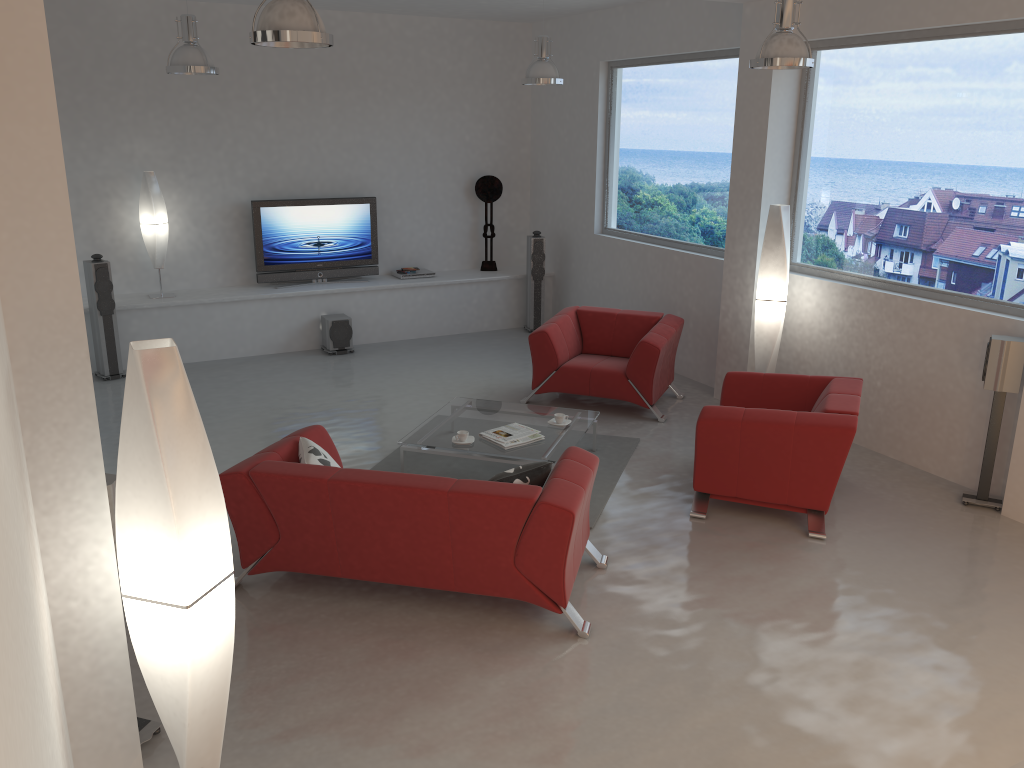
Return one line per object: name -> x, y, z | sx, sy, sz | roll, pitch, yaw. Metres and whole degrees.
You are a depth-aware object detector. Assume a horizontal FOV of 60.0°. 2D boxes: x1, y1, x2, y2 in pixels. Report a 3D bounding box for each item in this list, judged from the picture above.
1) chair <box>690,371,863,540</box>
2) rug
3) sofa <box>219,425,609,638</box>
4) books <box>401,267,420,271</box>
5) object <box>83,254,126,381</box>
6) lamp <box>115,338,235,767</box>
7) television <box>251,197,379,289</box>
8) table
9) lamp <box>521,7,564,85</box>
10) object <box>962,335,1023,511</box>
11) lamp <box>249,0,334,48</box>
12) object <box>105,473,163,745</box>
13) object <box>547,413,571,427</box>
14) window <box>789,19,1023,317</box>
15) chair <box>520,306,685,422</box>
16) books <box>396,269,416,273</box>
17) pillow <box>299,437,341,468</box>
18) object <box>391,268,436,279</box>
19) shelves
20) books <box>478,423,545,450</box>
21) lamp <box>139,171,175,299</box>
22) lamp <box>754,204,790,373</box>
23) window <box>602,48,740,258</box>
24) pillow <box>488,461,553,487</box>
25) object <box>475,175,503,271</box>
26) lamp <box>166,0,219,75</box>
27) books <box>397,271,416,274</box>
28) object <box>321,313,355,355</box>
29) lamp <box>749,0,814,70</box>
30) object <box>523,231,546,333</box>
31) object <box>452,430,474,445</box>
chair -> 1.762, 0.369, 5.870 | 0.951, 0.738, 1.288 | 7, 18, 22
rug -> -0.066, 0.578, 6.401 | 1.700, 0.025, 1.700 | 6, 17, 17
sofa -> -0.488, 0.697, 4.691 | 1.929, 0.738, 0.951 | 4, 17, 12
books -> -1.176, -1.331, 10.275 | 0.190, 0.015, 0.135 | -5, 17, -17
object -> -3.854, -0.638, 8.361 | 0.255, 1.184, 0.273 | -14, 22, -40
lamp -> -0.985, 0.744, 2.667 | 0.313, 1.779, 0.313 | -5, 17, -19
television -> -2.132, -1.564, 9.725 | 1.356, 0.919, 0.343 | -8, 18, -26
table -> -0.060, 0.436, 6.371 | 1.162, 0.286, 1.097 | 6, 17, 17
lamp -> 0.277, -3.086, 7.889 | 0.379, 0.800, 0.379 | 4, 17, 12
object -> 3.072, 0.252, 5.639 | 0.229, 1.112, 0.214 | 9, 18, 26
lamp -> -1.017, -1.957, 4.002 | 0.379, 0.800, 0.379 | -11, 20, -33
object -> -1.521, 0.890, 3.341 | 0.214, 1.112, 0.229 | 6, 17, 17
object -> 0.341, 0.255, 6.370 | 0.153, 0.069, 0.153 | 9, 19, 28
window -> 2.888, -1.531, 6.229 | 0.100, 1.800, 2.400 | -8, 18, -26
chair -> 0.835, -0.219, 7.849 | 1.288, 0.738, 0.951 | 7, 18, 22
books -> -1.224, -1.312, 10.261 | 0.135, 0.015, 0.190 | 15, 22, 40
pillow -> -0.990, 0.492, 4.748 | 0.288, 0.343, 0.402 | -5, 17, -19
object -> -1.151, -1.287, 10.336 | 0.430, 0.045, 0.352 | -8, 18, -26
shelves -> -2.077, -1.070, 9.765 | 5.500, 0.050, 0.650 | -8, 18, -26
books -> -0.003, 0.352, 6.091 | 0.367, 0.035, 0.345 | -12, 20, -36
lamp -> -3.568, -1.493, 8.874 | 0.263, 1.239, 0.263 | -11, 20, -34
lamp -> 2.056, -0.524, 7.074 | 0.313, 1.779, 0.313 | -11, 20, -34
window -> 1.601, -2.240, 8.612 | 0.100, 1.800, 2.400 | -8, 18, -26
pillow -> -0.018, 0.562, 4.535 | 0.402, 0.343, 0.288 | -11, 20, -33
object -> -0.277, -1.922, 10.621 | 0.331, 1.130, 0.108 | 0, 16, -3
lamp -> -2.395, -2.716, 6.556 | 0.379, 0.800, 0.379 | -9, 19, -30
books -> -1.222, -1.297, 10.263 | 0.135, 0.015, 0.190 | 9, 18, 26
object -> -1.874, -0.533, 9.493 | 0.336, 0.374, 0.337 | -8, 18, -26
lamp -> 1.656, -2.326, 5.335 | 0.379, 0.800, 0.379 | 1, 16, 1
object -> 0.276, -1.208, 10.415 | 0.255, 1.184, 0.273 | -3, 17, -12
object -> -0.331, 0.359, 5.995 | 0.153, 0.069, 0.153 | 0, 16, -1
